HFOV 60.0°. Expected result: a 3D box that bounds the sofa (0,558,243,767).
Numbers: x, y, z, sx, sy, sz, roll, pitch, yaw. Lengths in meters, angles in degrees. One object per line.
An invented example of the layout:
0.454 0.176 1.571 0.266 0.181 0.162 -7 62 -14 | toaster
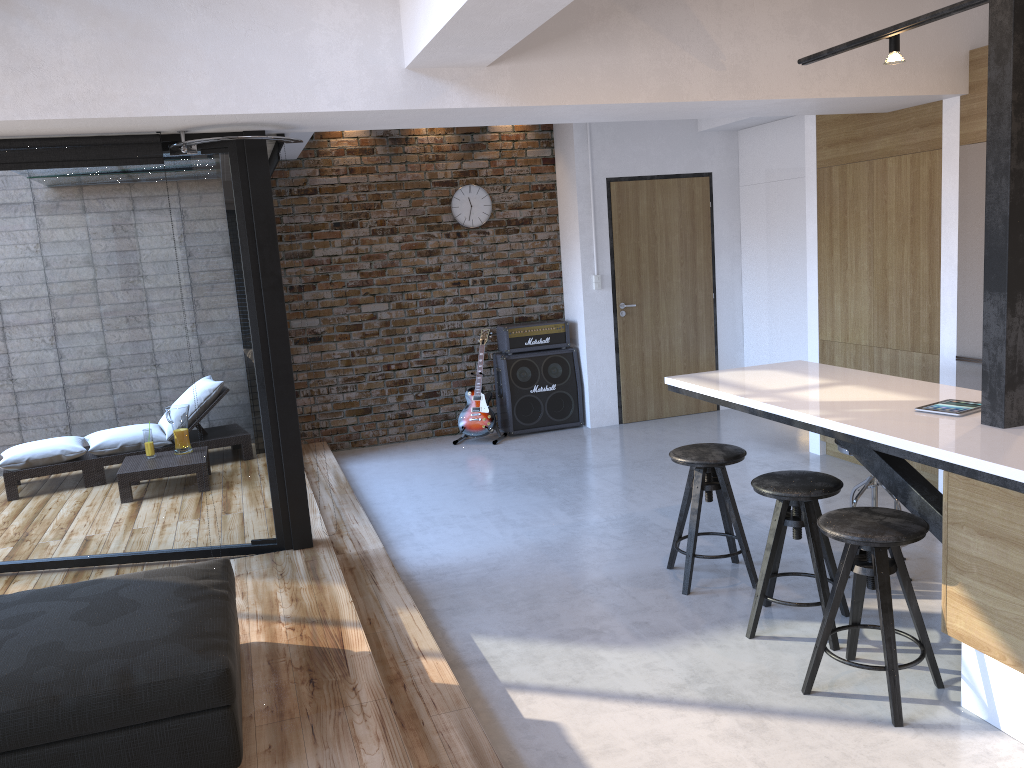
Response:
-2.047 1.019 1.567 2.997 0.702 3.038 -7 10 -17 | sofa

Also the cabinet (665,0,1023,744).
2.872 -0.244 1.609 2.472 2.879 9.097 -7 10 -17 | cabinet

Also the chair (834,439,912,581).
1.710 0.564 4.174 0.358 0.638 0.355 1 11 27 | chair

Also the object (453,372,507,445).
-0.291 0.195 7.550 0.389 0.589 0.330 -1 10 17 | object

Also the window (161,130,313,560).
-1.904 -1.038 0.166 5.660 5.581 13.371 -7 10 -17 | window

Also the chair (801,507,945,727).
1.257 0.775 3.093 0.366 0.632 0.366 -13 13 -41 | chair

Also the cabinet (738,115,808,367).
2.326 -1.072 7.160 0.020 2.122 1.706 -7 10 -17 | cabinet

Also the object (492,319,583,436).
0.223 -0.073 7.818 0.696 0.939 0.357 -7 10 -17 | object

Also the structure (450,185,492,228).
-0.350 -1.525 7.613 0.360 0.361 0.040 -7 10 -17 | structure

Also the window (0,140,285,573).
-2.440 -0.064 4.337 2.448 2.056 0.100 -4 10 0 | window

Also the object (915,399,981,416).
1.681 0.091 3.369 0.240 0.013 0.187 -10 11 -31 | object

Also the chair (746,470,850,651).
1.169 0.696 3.628 0.365 0.632 0.364 1 11 28 | chair

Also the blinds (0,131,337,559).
-1.869 -0.193 4.784 1.828 2.057 3.851 1 10 27 | blinds

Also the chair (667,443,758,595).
0.937 0.620 4.206 0.366 0.632 0.366 -5 10 -2 | chair

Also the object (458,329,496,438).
-0.266 -0.013 7.633 0.330 0.875 0.523 -1 10 17 | object
